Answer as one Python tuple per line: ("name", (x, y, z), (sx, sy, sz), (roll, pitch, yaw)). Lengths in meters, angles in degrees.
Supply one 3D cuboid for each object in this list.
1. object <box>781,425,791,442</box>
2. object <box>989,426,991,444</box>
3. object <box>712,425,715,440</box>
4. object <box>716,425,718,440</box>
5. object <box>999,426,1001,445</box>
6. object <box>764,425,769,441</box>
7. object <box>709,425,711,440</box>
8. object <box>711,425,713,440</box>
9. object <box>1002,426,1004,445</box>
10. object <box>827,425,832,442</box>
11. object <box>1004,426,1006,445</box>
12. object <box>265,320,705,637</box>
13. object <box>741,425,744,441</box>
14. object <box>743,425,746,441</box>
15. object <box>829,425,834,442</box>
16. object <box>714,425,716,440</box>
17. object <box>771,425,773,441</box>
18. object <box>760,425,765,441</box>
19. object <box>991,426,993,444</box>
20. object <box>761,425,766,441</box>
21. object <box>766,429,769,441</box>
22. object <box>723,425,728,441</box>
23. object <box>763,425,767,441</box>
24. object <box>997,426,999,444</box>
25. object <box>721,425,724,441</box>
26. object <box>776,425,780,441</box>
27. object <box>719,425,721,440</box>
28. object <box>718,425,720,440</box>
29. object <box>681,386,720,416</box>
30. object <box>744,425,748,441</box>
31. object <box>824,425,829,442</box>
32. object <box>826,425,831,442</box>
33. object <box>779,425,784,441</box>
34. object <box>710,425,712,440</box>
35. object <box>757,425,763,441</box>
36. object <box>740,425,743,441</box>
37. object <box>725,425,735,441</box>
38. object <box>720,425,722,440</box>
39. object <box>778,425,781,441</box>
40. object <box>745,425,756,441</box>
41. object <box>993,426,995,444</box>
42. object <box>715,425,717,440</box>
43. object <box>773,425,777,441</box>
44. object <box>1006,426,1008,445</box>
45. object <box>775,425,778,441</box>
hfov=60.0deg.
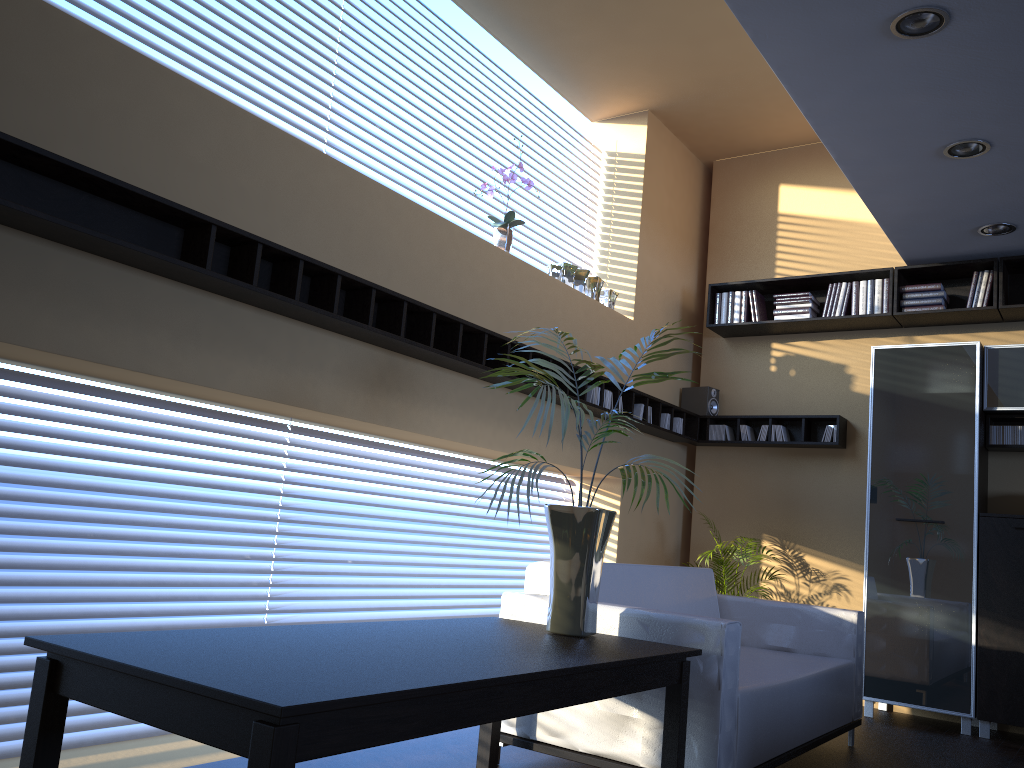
("object", (2.015, 0.374, 6.526), (0.040, 0.118, 0.143), (-1, -11, 35))
("object", (3.116, 0.341, 5.757), (0.009, 0.120, 0.143), (-1, -11, 35))
("object", (1.579, 0.385, 6.830), (0.009, 0.120, 0.143), (-1, -11, 35))
("object", (1.605, 0.384, 6.812), (0.009, 0.120, 0.143), (-1, -11, 35))
("object", (3.160, 0.341, 5.732), (0.009, 0.120, 0.143), (-1, -11, 35))
("object", (1.915, 0.376, 6.596), (0.030, 0.119, 0.143), (-1, -11, 35))
("object", (1.554, 0.385, 6.848), (0.009, 0.120, 0.143), (-1, -11, 35))
("object", (1.570, 0.385, 6.836), (0.009, 0.120, 0.143), (-1, -11, 35))
("object", (3.174, 0.340, 5.717), (0.009, 0.120, 0.143), (-1, -11, 35))
("object", (2.290, 0.365, 6.335), (0.030, 0.119, 0.143), (-1, -11, 35))
("object", (3.181, 0.339, 5.710), (0.009, 0.120, 0.143), (-1, -11, 35))
("object", (-0.130, 0.625, 3.695), (1.042, 1.852, 1.899), (11, -11, -34))
("object", (1.769, 0.380, 6.698), (0.030, 0.119, 0.143), (-1, -11, 35))
("object", (1.777, 0.379, 6.692), (0.030, 0.119, 0.143), (-1, -11, 35))
("object", (2.299, 0.365, 6.329), (0.030, 0.119, 0.143), (-1, -11, 35))
("object", (1.588, 0.384, 6.824), (0.009, 0.120, 0.143), (-1, -11, 35))
("object", (1.952, 0.374, 6.570), (0.009, 0.120, 0.143), (-1, -11, 35))
("object", (1.890, 0.376, 6.613), (0.030, 0.119, 0.143), (-1, -11, 35))
("object", (3.123, 0.341, 5.750), (0.009, 0.120, 0.143), (-1, -11, 35))
("object", (1.898, 0.376, 6.607), (0.030, 0.119, 0.143), (-1, -11, 35))
("object", (1.916, 0.376, 6.595), (0.030, 0.123, 0.142), (-1, -11, 35))
("object", (1.646, 0.383, 6.783), (0.009, 0.120, 0.143), (-1, -11, 35))
("object", (1.907, 0.376, 6.601), (0.030, 0.119, 0.143), (-1, -11, 35))
("object", (3.148, 0.340, 5.733), (0.009, 0.120, 0.143), (-1, -11, 35))
("object", (1.638, 0.383, 6.789), (0.009, 0.120, 0.143), (-1, -11, 35))
("object", (1.986, 0.374, 6.546), (0.030, 0.119, 0.143), (-1, -11, 35))
("object", (1.621, 0.383, 6.800), (0.009, 0.120, 0.143), (-1, -11, 35))
("object", (1.613, 0.384, 6.806), (0.009, 0.120, 0.143), (-1, -11, 35))
("object", (1.480, 0.150, 6.959), (0.254, 0.228, 0.159), (-4, -12, 45))
("object", (1.786, 0.379, 6.686), (0.030, 0.119, 0.143), (-1, -11, 35))
("object", (2.273, 0.366, 6.346), (0.030, 0.119, 0.143), (-1, -11, 35))
("object", (2.282, 0.365, 6.340), (0.030, 0.119, 0.143), (-1, -11, 35))
("object", (2.003, 0.373, 6.534), (0.030, 0.119, 0.143), (-1, -11, 35))
("object", (1.562, 0.385, 6.842), (0.009, 0.120, 0.143), (-1, -11, 35))
("object", (1.877, 0.378, 6.622), (0.040, 0.118, 0.143), (-1, -11, 35))
("object", (1.760, 0.380, 6.703), (0.030, 0.119, 0.143), (-1, -11, 35))
("object", (1.666, 0.384, 6.769), (0.040, 0.118, 0.143), (-1, -11, 35))
("object", (1.630, 0.383, 6.795), (0.009, 0.120, 0.143), (-1, -11, 35))
("object", (1.995, 0.373, 6.540), (0.030, 0.119, 0.143), (-1, -11, 35))
("object", (1.798, 0.380, 6.677), (0.040, 0.118, 0.143), (-1, -11, 35))
("object", (3.133, 0.341, 5.745), (0.006, 0.118, 0.140), (-1, -11, 35))
("object", (1.596, 0.384, 6.818), (0.009, 0.120, 0.143), (-1, -11, 35))
("object", (1.961, 0.374, 6.564), (0.009, 0.120, 0.143), (-1, -11, 35))
("object", (3.190, 0.339, 5.705), (0.009, 0.120, 0.143), (-1, -11, 35))
("object", (1.978, 0.374, 6.552), (0.030, 0.119, 0.143), (-1, -11, 35))
